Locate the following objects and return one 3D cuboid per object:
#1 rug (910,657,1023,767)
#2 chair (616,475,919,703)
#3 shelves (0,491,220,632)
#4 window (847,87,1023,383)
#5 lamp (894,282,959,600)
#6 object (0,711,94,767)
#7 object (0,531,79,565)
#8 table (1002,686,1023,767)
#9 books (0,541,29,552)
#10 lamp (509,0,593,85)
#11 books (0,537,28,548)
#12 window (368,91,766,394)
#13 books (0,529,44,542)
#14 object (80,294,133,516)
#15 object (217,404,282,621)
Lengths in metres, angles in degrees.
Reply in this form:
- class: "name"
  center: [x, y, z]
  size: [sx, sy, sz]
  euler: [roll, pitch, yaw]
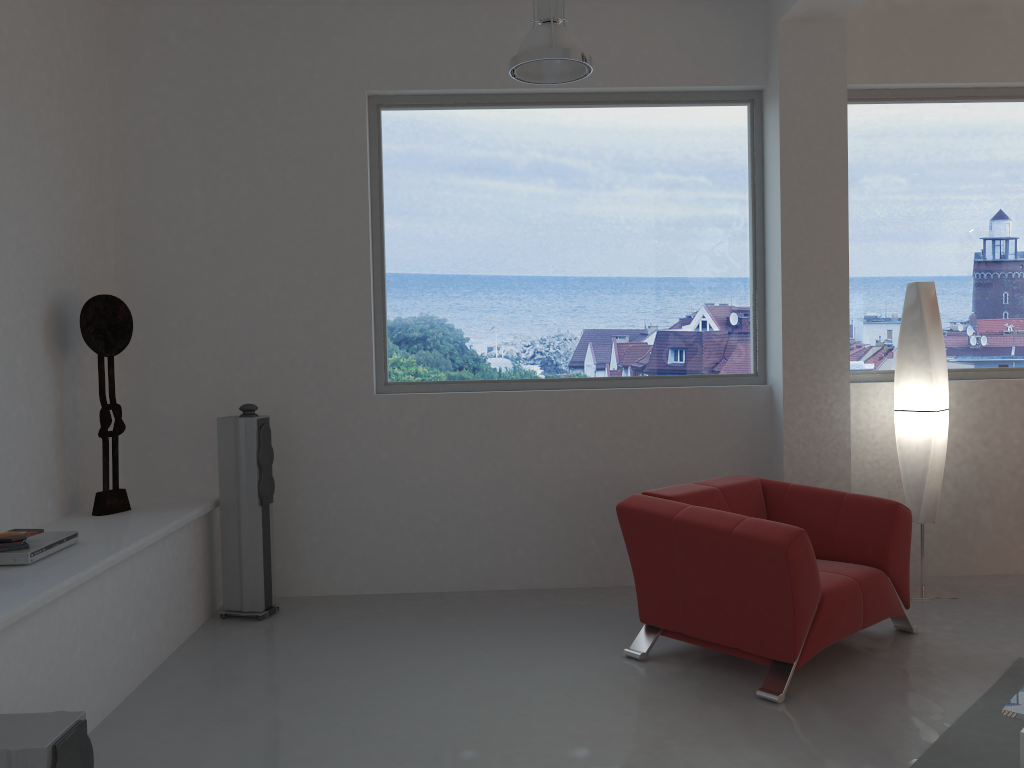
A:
- class: "rug"
  center: [2.322, 1.274, 2.789]
  size: [1.700, 0.025, 1.700]
  euler: [0, 3, 43]
- class: "chair"
  center: [1.242, 0.884, 4.280]
  size: [1.288, 0.738, 0.951]
  euler: [-3, 3, -42]
- class: "shelves"
  center: [-1.891, 0.758, 2.534]
  size: [0.650, 0.050, 5.500]
  euler: [-1, 2, -2]
- class: "window"
  center: [3.148, -0.935, 5.553]
  size: [2.400, 1.800, 0.100]
  euler: [-1, 2, -2]
- class: "lamp"
  center: [2.346, 0.311, 5.078]
  size: [0.313, 1.779, 0.313]
  euler: [-2, 2, -10]
- class: "object"
  center: [-1.420, 1.184, 2.558]
  size: [0.337, 0.374, 0.336]
  euler: [-1, 2, -2]
- class: "object"
  center: [-2.045, 0.670, 3.629]
  size: [0.352, 0.045, 0.430]
  euler: [-1, 2, -2]
- class: "table"
  center: [2.311, 1.129, 2.792]
  size: [1.097, 0.286, 1.162]
  euler: [0, 3, 43]
- class: "books"
  center: [-2.015, 0.643, 3.535]
  size: [0.135, 0.015, 0.190]
  euler: [-3, 2, -37]
- class: "lamp"
  center: [0.168, -1.821, 4.029]
  size: [0.379, 0.800, 0.379]
  euler: [0, 2, 38]
- class: "books"
  center: [-2.019, 0.628, 3.534]
  size: [0.135, 0.015, 0.190]
  euler: [-2, 2, -22]
- class: "window"
  center: [0.350, -0.868, 5.460]
  size: [2.400, 1.800, 0.100]
  euler: [-1, 2, -2]
- class: "books"
  center: [-2.016, 0.611, 3.584]
  size: [0.135, 0.015, 0.190]
  euler: [-1, 2, 8]
- class: "object"
  center: [-2.092, 0.103, 4.590]
  size: [0.108, 1.130, 0.331]
  euler: [0, 2, 23]
- class: "object"
  center: [-1.479, 0.701, 4.943]
  size: [0.273, 1.184, 0.255]
  euler: [-1, 2, 13]
